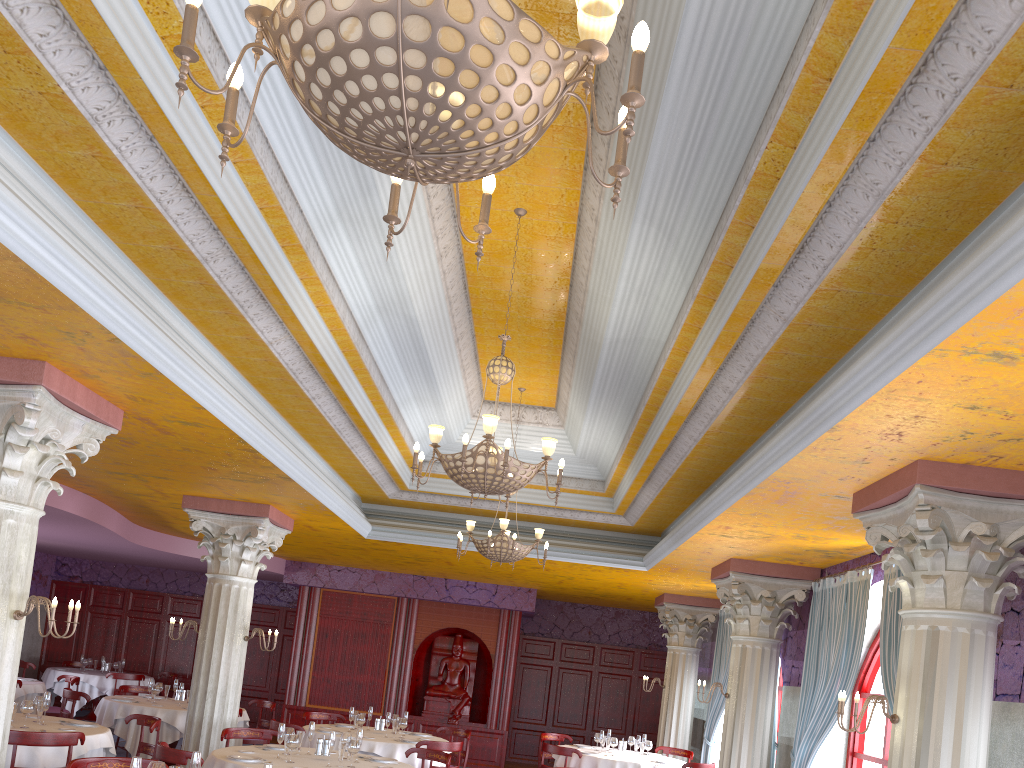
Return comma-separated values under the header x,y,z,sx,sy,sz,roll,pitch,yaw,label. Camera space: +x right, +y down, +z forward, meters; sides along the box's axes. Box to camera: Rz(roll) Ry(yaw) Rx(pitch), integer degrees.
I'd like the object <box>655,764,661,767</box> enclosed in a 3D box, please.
x,y,z,sx,sy,sz,roll,pitch,yaw,label
1.419,3.912,8.424,0.075,0.327,0.074,9,-5,-29,object

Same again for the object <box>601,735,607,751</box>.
x,y,z,sx,sy,sz,roll,pitch,yaw,label
1.395,5.497,13.103,0.087,0.231,0.087,9,-6,-18,object

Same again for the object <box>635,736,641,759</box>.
x,y,z,sx,sy,sz,roll,pitch,yaw,label
1.835,5.306,12.514,0.073,0.327,0.076,4,-5,38,object

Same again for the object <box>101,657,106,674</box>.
x,y,z,sx,sy,sz,roll,pitch,yaw,label
-8.198,5.650,17.170,0.074,0.327,0.075,7,-4,-7,object

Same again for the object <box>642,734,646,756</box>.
x,y,z,sx,sy,sz,roll,pitch,yaw,label
2.001,5.496,13.030,0.073,0.327,0.076,4,-5,38,object

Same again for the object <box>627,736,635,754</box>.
x,y,z,sx,sy,sz,roll,pitch,yaw,label
1.834,5.571,13.211,0.123,0.257,0.125,8,-6,-7,object

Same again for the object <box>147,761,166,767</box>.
x,y,z,sx,sy,sz,roll,pitch,yaw,label
-2.259,2.523,5.416,0.121,0.257,0.126,5,-7,16,object

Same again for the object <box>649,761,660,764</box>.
x,y,z,sx,sy,sz,roll,pitch,yaw,label
2.030,5.383,12.187,0.028,0.013,0.234,20,-22,-40,object

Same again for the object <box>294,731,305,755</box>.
x,y,z,sx,sy,sz,roll,pitch,yaw,label
-2.123,3.579,8.538,0.085,0.231,0.088,6,-5,5,object

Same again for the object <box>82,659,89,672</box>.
x,y,z,sx,sy,sz,roll,pitch,yaw,label
-8.553,5.639,17.156,0.122,0.257,0.126,2,-8,38,object

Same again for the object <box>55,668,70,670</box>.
x,y,z,sx,sy,sz,roll,pitch,yaw,label
-8.933,5.653,16.972,0.317,0.023,0.324,12,-19,-17,object

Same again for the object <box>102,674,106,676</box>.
x,y,z,sx,sy,sz,roll,pitch,yaw,label
-8.003,5.727,16.843,0.028,0.013,0.234,20,-22,-40,object

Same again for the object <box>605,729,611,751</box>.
x,y,z,sx,sy,sz,roll,pitch,yaw,label
1.487,5.491,13.201,0.073,0.327,0.076,4,-5,38,object

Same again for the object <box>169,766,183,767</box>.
x,y,z,sx,sy,sz,roll,pitch,yaw,label
-2.166,2.570,5.483,0.085,0.231,0.088,6,-5,5,object

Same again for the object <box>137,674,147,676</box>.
x,y,z,sx,sy,sz,roll,pitch,yaw,label
-7.847,6.132,18.036,0.317,0.023,0.324,12,-19,-17,object

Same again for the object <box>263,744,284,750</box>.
x,y,z,sx,sy,sz,roll,pitch,yaw,label
-2.408,3.749,8.833,0.317,0.023,0.324,12,-19,-17,object

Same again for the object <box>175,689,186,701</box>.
x,y,z,sx,sy,sz,roll,pitch,yaw,label
-7.195,4.301,14.140,5.656,1.160,0.364,-3,-9,29,object

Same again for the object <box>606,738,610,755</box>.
x,y,z,sx,sy,sz,roll,pitch,yaw,label
1.410,5.331,12.595,0.087,0.231,0.087,9,-6,-18,object

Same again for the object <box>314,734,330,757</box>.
x,y,z,sx,sy,sz,roll,pitch,yaw,label
-1.847,3.531,8.375,0.146,0.206,0.073,10,-6,-18,object

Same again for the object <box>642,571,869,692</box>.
x,y,z,sx,sy,sz,roll,pitch,yaw,label
3.180,2.402,5.323,2.090,3.469,30.562,6,-18,3,object

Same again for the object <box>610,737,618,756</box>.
x,y,z,sx,sy,sz,roll,pitch,yaw,label
1.480,5.295,12.500,0.125,0.257,0.123,10,-7,-29,object

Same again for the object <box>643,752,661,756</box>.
x,y,z,sx,sy,sz,roll,pitch,yaw,label
2.186,5.788,13.381,0.312,0.023,0.329,6,-18,2,object

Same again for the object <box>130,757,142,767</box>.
x,y,z,sx,sy,sz,roll,pitch,yaw,label
-2.240,2.374,5.065,0.073,0.327,0.076,4,-5,38,object

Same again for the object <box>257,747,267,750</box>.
x,y,z,sx,sy,sz,roll,pitch,yaw,label
-2.533,3.680,8.663,0.056,0.019,0.260,19,-22,-35,object

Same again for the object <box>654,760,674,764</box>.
x,y,z,sx,sy,sz,roll,pitch,yaw,label
2.176,5.431,12.298,0.312,0.023,0.329,6,-18,2,object

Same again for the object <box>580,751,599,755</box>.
x,y,z,sx,sy,sz,roll,pitch,yaw,label
1.100,5.309,12.316,0.312,0.023,0.329,6,-18,2,object

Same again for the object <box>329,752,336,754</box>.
x,y,z,sx,sy,sz,roll,pitch,yaw,label
-1.922,3.861,8.975,0.158,0.009,0.166,6,-18,2,object

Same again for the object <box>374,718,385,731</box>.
x,y,z,sx,sy,sz,roll,pitch,yaw,label
-1.800,4.626,11.688,0.146,0.206,0.073,10,-6,-18,object

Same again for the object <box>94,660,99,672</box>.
x,y,z,sx,sy,sz,roll,pitch,yaw,label
-8.638,5.841,17.759,0.087,0.231,0.087,9,-6,-18,object

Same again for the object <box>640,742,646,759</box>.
x,y,z,sx,sy,sz,roll,pitch,yaw,label
1.916,5.395,12.606,0.087,0.231,0.087,9,-6,-18,object

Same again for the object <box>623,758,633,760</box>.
x,y,z,sx,sy,sz,roll,pitch,yaw,label
1.642,5.340,12.191,0.159,0.009,0.165,-9,-24,40,object

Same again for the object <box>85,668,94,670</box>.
x,y,z,sx,sy,sz,roll,pitch,yaw,label
-8.923,6.010,18.054,0.317,0.023,0.324,12,-19,-17,object

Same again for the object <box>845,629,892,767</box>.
x,y,z,sx,sy,sz,roll,pitch,yaw,label
3.935,3.128,8.026,0.160,2.461,3.730,7,-14,3,object

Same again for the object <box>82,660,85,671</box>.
x,y,z,sx,sy,sz,roll,pitch,yaw,label
-8.623,5.676,17.250,0.087,0.231,0.087,9,-6,-18,object

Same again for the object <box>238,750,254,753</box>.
x,y,z,sx,sy,sz,roll,pitch,yaw,label
-2.570,3.556,8.282,0.164,0.009,0.161,20,-22,-36,object

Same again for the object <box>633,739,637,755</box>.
x,y,z,sx,sy,sz,roll,pitch,yaw,label
1.901,5.560,13.114,0.085,0.231,0.088,4,-6,27,object

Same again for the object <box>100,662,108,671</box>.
x,y,z,sx,sy,sz,roll,pitch,yaw,label
-8.362,5.793,17.596,0.146,0.206,0.073,10,-6,-18,object

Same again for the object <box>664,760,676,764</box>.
x,y,z,sx,sy,sz,roll,pitch,yaw,label
2.301,5.504,12.468,0.056,0.019,0.260,19,-22,-35,object

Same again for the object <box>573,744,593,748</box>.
x,y,z,sx,sy,sz,roll,pitch,yaw,label
1.110,5.666,13.398,0.312,0.023,0.329,6,-18,2,object

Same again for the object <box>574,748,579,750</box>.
x,y,z,sx,sy,sz,roll,pitch,yaw,label
0.948,5.474,12.847,0.158,0.009,0.167,0,-19,21,object

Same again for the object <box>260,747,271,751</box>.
x,y,z,sx,sy,sz,roll,pitch,yaw,label
-2.508,3.701,8.691,0.023,0.003,0.255,22,-24,-40,object

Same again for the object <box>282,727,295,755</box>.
x,y,z,sx,sy,sz,roll,pitch,yaw,label
-2.216,3.533,8.471,0.125,0.257,0.123,10,-7,-29,object

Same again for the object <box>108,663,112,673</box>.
x,y,z,sx,sy,sz,roll,pitch,yaw,label
-8.117,5.739,17.262,0.087,0.231,0.087,9,-6,-18,object

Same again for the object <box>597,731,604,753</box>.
x,y,z,sx,sy,sz,roll,pitch,yaw,label
1.321,5.301,12.685,0.073,0.327,0.076,4,-5,38,object

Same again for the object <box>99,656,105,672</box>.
x,y,z,sx,sy,sz,roll,pitch,yaw,label
-8.546,5.835,17.856,0.074,0.327,0.075,7,-4,-7,object

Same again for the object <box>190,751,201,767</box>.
x,y,z,sx,sy,sz,roll,pitch,yaw,label
-2.074,2.564,5.581,0.073,0.327,0.076,4,-5,38,object

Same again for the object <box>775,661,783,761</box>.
x,y,z,sx,sy,sz,roll,pitch,yaw,label
4.002,4.698,12.776,0.160,2.461,3.730,7,-14,3,object

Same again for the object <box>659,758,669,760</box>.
x,y,z,sx,sy,sz,roll,pitch,yaw,label
2.290,5.644,12.884,0.158,0.009,0.167,0,-19,21,object

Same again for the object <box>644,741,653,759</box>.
x,y,z,sx,sy,sz,roll,pitch,yaw,label
2.012,5.416,12.675,0.121,0.257,0.126,5,-7,16,object

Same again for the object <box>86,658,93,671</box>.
x,y,z,sx,sy,sz,roll,pitch,yaw,label
-8.731,5.795,17.692,0.122,0.257,0.126,2,-8,38,object

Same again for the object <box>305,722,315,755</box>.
x,y,z,sx,sy,sz,roll,pitch,yaw,label
-2.031,3.573,8.635,0.073,0.327,0.076,4,-5,38,object

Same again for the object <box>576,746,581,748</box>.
x,y,z,sx,sy,sz,roll,pitch,yaw,label
0.985,5.598,13.228,0.056,0.019,0.260,19,-22,-35,object

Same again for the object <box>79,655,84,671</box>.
x,y,z,sx,sy,sz,roll,pitch,yaw,label
-8.712,5.646,17.340,0.074,0.327,0.075,7,-4,-7,object

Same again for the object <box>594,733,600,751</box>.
x,y,z,sx,sy,sz,roll,pitch,yaw,label
1.302,5.450,13.036,0.121,0.257,0.126,5,-7,16,object

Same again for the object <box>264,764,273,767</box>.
x,y,z,sx,sy,sz,roll,pitch,yaw,label
-1.560,2.568,5.410,0.073,0.327,0.076,4,-5,38,object

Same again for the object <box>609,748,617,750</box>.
x,y,z,sx,sy,sz,roll,pitch,yaw,label
1.596,5.778,13.540,0.158,0.009,0.167,0,-19,21,object

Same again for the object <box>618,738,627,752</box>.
x,y,z,sx,sy,sz,roll,pitch,yaw,label
1.671,5.449,12.941,0.146,0.206,0.073,10,-6,-18,object

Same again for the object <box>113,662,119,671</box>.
x,y,z,sx,sy,sz,roll,pitch,yaw,label
-8.021,5.760,17.331,0.121,0.257,0.126,5,-7,16,object
